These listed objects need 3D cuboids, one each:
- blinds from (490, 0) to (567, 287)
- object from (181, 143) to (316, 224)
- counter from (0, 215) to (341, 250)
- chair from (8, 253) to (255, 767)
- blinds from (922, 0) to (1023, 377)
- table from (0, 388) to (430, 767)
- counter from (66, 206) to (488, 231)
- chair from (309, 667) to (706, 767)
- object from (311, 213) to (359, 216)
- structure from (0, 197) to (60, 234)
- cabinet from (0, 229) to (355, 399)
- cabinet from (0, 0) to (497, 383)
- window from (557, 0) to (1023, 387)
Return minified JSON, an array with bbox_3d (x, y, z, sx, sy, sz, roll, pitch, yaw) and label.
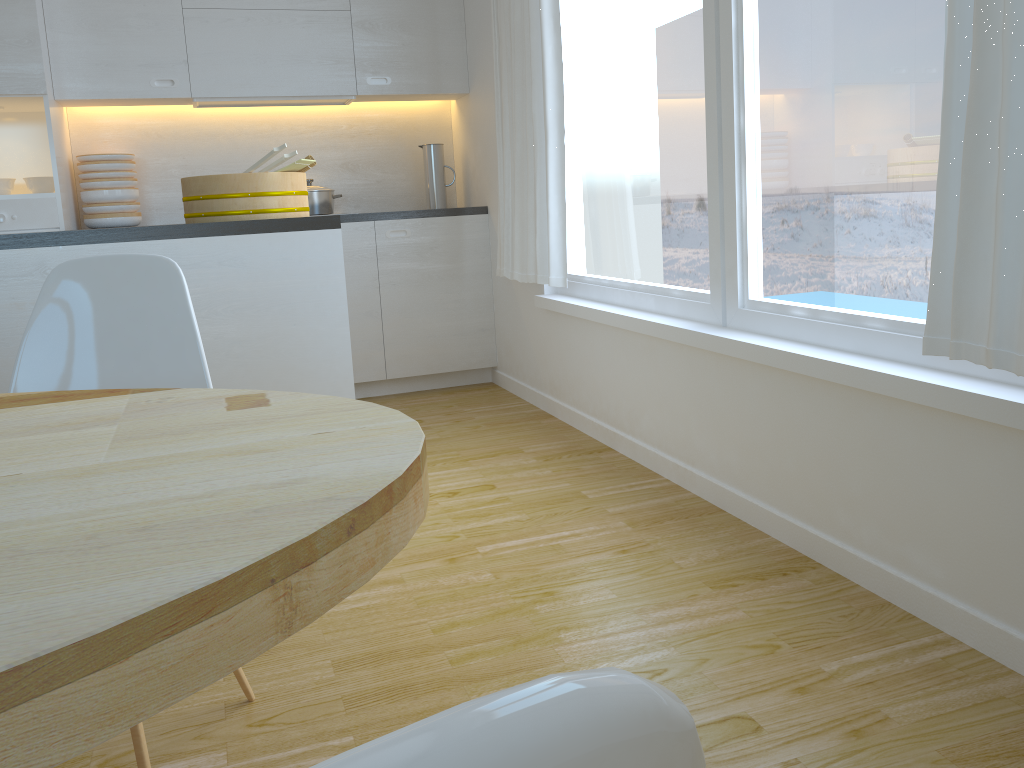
[{"bbox_3d":[-0.001,-1.506,3.760,0.150,2.141,0.800,-6,9,-19],"label":"blinds"},{"bbox_3d":[-0.808,-0.618,2.761,0.429,0.212,0.382,-1,11,9],"label":"object"},{"bbox_3d":[-1.734,-0.386,2.505,2.405,0.040,0.605,-7,12,-18],"label":"counter"},{"bbox_3d":[-0.751,0.240,1.531,0.430,0.893,0.528,-3,9,1],"label":"chair"},{"bbox_3d":[0.873,-1.049,1.260,0.150,2.141,0.800,-6,9,-18],"label":"blinds"},{"bbox_3d":[-1.114,0.525,0.660,2.195,0.719,1.203,-7,11,-20],"label":"table"},{"bbox_3d":[-1.168,-0.841,4.582,2.004,0.040,0.605,-7,12,-18],"label":"counter"},{"bbox_3d":[-0.212,0.461,0.291,0.432,0.893,0.525,-11,12,-43],"label":"chair"},{"bbox_3d":[-1.166,-0.859,4.584,0.655,0.013,0.566,-7,12,-18],"label":"object"},{"bbox_3d":[-2.293,-0.513,3.919,0.562,0.591,0.049,-7,9,-19],"label":"structure"},{"bbox_3d":[-1.707,0.079,2.571,2.405,0.902,0.605,-7,10,-18],"label":"cabinet"},{"bbox_3d":[-1.732,-1.073,4.290,3.207,2.281,0.484,-7,9,-19],"label":"cabinet"},{"bbox_3d":[0.635,-1.119,2.582,0.088,1.900,2.748,-6,11,-18],"label":"window"}]
